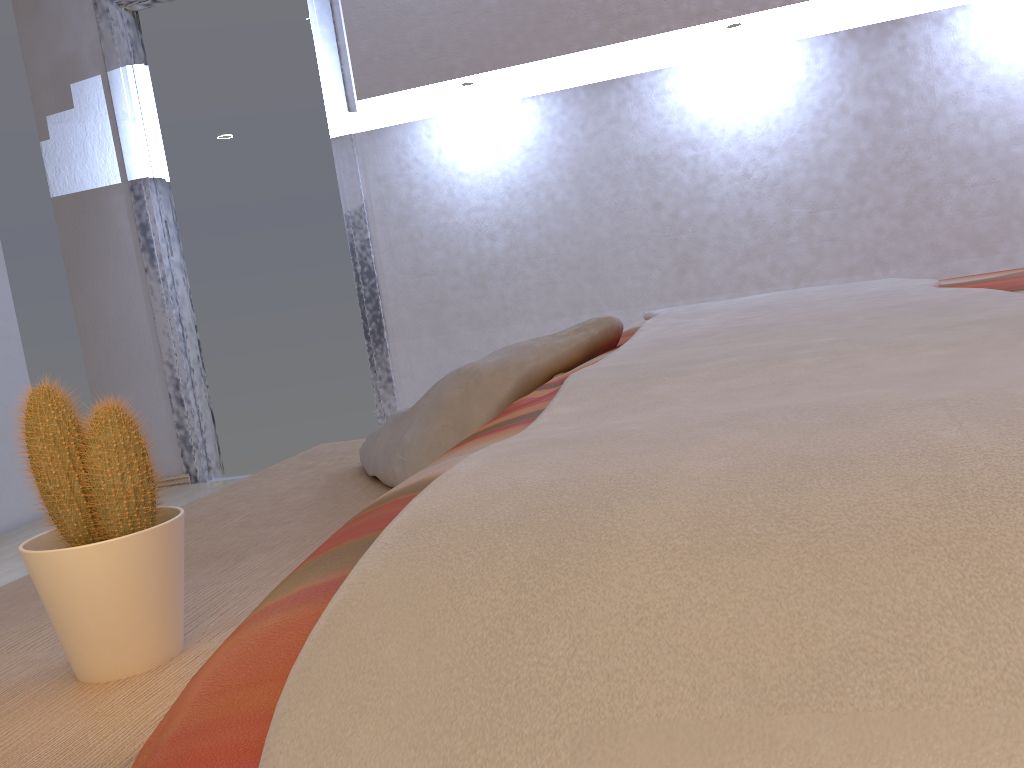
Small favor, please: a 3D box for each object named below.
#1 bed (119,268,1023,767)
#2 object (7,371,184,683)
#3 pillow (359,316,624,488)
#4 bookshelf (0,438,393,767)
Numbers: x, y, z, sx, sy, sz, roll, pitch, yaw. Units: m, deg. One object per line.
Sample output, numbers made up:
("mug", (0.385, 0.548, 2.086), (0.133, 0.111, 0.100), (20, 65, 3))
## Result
("bed", (1.387, -0.206, 0.909), (3.009, 0.994, 2.087), (-7, 6, 15))
("object", (-0.386, 0.128, 0.835), (0.144, 0.294, 0.144), (-4, 7, 40))
("pillow", (-0.039, 0.024, 1.621), (0.470, 0.241, 0.498), (-11, 6, -20))
("bookshelf", (-0.314, 0.355, 1.403), (0.643, 0.303, 1.495), (-7, 6, 15))
